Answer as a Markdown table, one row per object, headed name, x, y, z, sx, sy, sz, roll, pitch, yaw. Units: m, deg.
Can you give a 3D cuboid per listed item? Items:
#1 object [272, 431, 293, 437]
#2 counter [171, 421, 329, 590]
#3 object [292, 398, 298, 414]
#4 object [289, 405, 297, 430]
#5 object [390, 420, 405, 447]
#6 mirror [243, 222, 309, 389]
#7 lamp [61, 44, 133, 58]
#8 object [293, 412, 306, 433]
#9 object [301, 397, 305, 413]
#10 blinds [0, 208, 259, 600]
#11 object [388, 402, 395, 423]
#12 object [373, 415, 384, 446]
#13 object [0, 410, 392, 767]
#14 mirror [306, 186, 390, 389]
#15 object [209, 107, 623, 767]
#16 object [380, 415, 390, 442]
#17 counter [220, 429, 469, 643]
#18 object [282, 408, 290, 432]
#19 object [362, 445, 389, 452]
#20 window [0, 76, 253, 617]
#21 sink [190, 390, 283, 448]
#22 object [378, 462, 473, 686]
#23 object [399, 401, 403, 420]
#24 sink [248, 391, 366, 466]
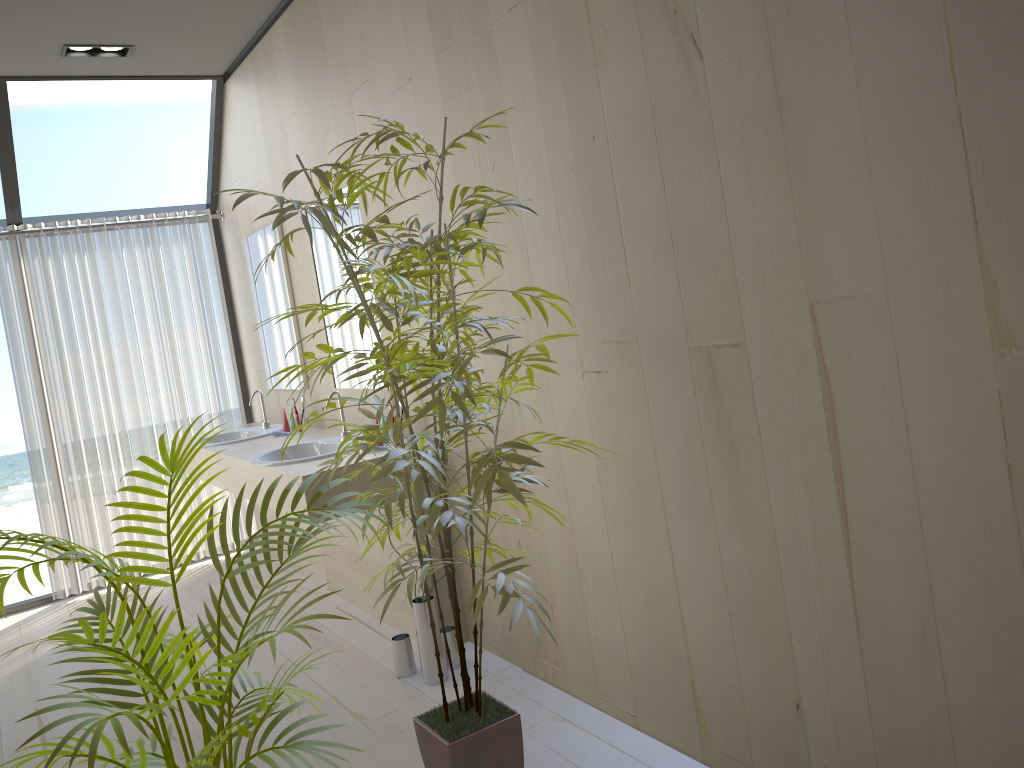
| name | x | y | z | sx | sy | sz | roll | pitch | yaw |
| --- | --- | --- | --- | --- | --- | --- | --- | --- | --- |
| object | -1.151 | 0.245 | 4.434 | 0.104 | 0.029 | 0.033 | -8 | 4 | 9 |
| counter | -1.377 | 0.663 | 4.789 | 0.553 | 0.789 | 1.203 | -11 | 5 | -31 |
| object | -1.078 | 0.158 | 4.431 | 0.012 | 0.177 | 0.050 | -9 | 2 | 8 |
| object | -1.149 | 0.176 | 4.627 | 0.039 | 0.134 | 0.039 | -8 | 2 | 18 |
| object | -0.443 | 0.195 | 3.433 | 0.058 | 0.100 | 0.058 | -10 | 3 | -21 |
| mirror | -1.291 | -0.401 | 4.807 | 0.023 | 0.866 | 0.652 | -10 | 3 | -31 |
| lamp | -1.990 | -1.641 | 4.228 | 0.302 | 0.112 | 0.164 | -12 | 5 | -31 |
| object | -1.068 | 0.196 | 4.462 | 0.059 | 0.100 | 0.058 | -10 | 3 | -24 |
| object | -1.059 | 0.153 | 4.462 | 0.054 | 0.175 | 0.012 | -9 | 2 | -6 |
| blinds | -2.190 | 0.063 | 5.139 | 1.188 | 2.066 | 0.084 | -11 | 3 | -31 |
| object | -0.453 | 0.157 | 3.402 | 0.012 | 0.177 | 0.050 | -9 | 2 | 8 |
| object | -0.531 | 0.187 | 3.483 | 0.039 | 0.134 | 0.039 | -9 | 2 | 10 |
| object | -0.713 | 0.638 | 1.785 | 0.915 | 1.154 | 0.753 | -9 | 3 | 2 |
| mirror | -0.731 | -0.407 | 3.937 | 0.023 | 0.866 | 0.652 | -10 | 3 | -31 |
| object | -0.151 | 0.217 | 2.198 | 0.787 | 1.752 | 0.937 | -9 | 3 | -6 |
| object | -0.524 | 0.175 | 3.597 | 0.039 | 0.134 | 0.039 | -9 | 2 | 10 |
| counter | -0.752 | 0.661 | 3.759 | 0.553 | 0.789 | 1.203 | -11 | 5 | -31 |
| object | -1.156 | 0.188 | 4.513 | 0.039 | 0.134 | 0.039 | -8 | 2 | 18 |
| object | -0.526 | 0.243 | 3.405 | 0.104 | 0.029 | 0.033 | -8 | 4 | 9 |
| window | -3.504 | 0.025 | 4.120 | 4.584 | 2.807 | 0.743 | -12 | 3 | -31 |
| sink | -1.465 | 0.263 | 4.721 | 0.506 | 0.418 | 0.573 | -11 | 5 | -28 |
| object | -0.270 | 0.656 | 3.190 | 0.409 | 0.747 | 0.273 | -12 | 4 | -43 |
| object | -0.434 | 0.152 | 3.433 | 0.054 | 0.175 | 0.012 | -9 | 2 | -6 |
| sink | -0.840 | 0.262 | 3.691 | 0.506 | 0.418 | 0.573 | -11 | 5 | -28 |
